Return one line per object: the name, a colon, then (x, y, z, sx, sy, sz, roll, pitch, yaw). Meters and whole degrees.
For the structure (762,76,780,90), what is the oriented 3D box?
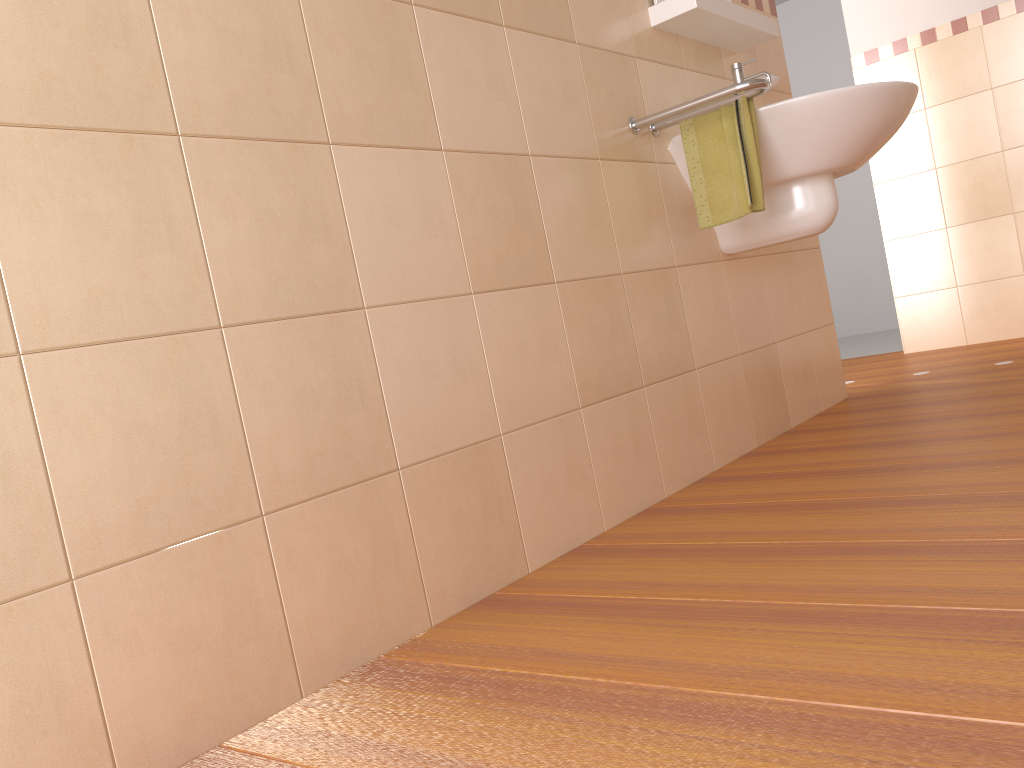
structure: (0.788, -0.928, 2.761, 0.092, 0.029, 0.117, -9, 4, 39)

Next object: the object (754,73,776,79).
object: (0.784, -0.950, 2.761, 0.075, 0.023, 0.050, -11, 3, 4)

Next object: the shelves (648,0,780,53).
shelves: (0.577, -1.010, 2.487, 0.138, 0.050, 0.554, -9, 4, 39)

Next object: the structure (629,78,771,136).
structure: (0.454, -0.662, 2.113, 0.333, 0.042, 0.142, -9, 4, 39)

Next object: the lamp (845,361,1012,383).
lamp: (0.785, 0.184, 1.979, 2.893, 0.001, 3.173, -9, 4, 39)

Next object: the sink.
sink: (0.806, -0.660, 2.380, 0.539, 0.516, 0.683, -9, 4, 39)

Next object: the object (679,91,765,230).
object: (0.518, -0.547, 2.161, 0.085, 0.306, 0.181, -14, 3, -34)

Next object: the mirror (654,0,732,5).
mirror: (0.451, -1.426, 2.499, 0.008, 0.799, 0.502, -9, 4, 39)
